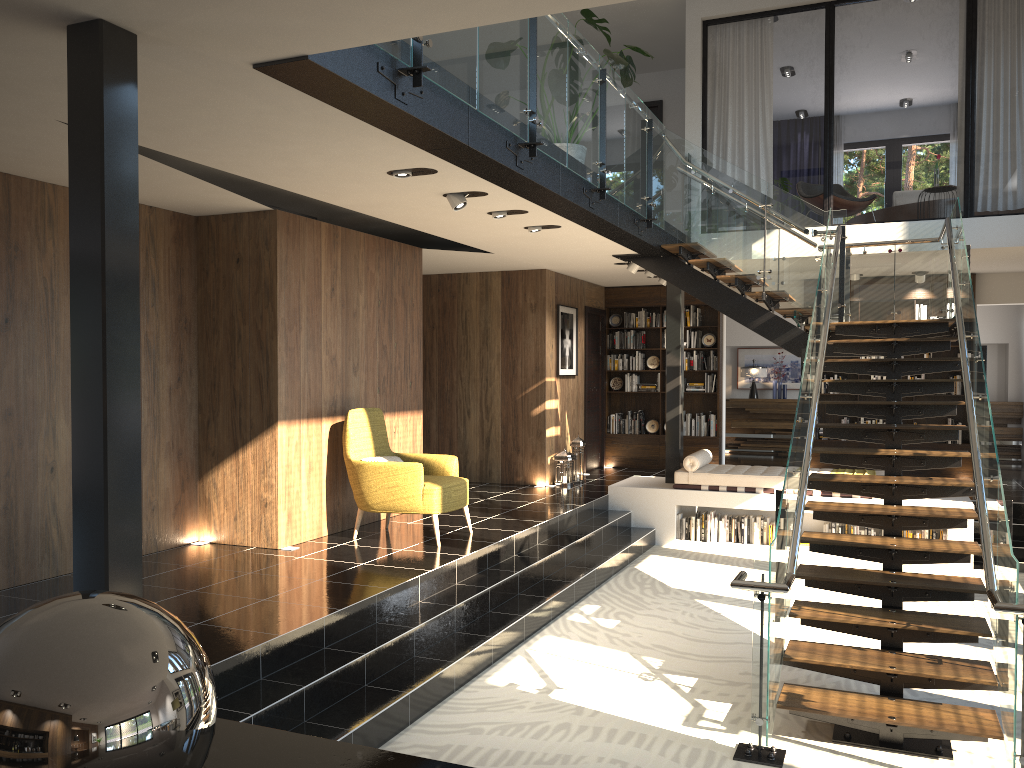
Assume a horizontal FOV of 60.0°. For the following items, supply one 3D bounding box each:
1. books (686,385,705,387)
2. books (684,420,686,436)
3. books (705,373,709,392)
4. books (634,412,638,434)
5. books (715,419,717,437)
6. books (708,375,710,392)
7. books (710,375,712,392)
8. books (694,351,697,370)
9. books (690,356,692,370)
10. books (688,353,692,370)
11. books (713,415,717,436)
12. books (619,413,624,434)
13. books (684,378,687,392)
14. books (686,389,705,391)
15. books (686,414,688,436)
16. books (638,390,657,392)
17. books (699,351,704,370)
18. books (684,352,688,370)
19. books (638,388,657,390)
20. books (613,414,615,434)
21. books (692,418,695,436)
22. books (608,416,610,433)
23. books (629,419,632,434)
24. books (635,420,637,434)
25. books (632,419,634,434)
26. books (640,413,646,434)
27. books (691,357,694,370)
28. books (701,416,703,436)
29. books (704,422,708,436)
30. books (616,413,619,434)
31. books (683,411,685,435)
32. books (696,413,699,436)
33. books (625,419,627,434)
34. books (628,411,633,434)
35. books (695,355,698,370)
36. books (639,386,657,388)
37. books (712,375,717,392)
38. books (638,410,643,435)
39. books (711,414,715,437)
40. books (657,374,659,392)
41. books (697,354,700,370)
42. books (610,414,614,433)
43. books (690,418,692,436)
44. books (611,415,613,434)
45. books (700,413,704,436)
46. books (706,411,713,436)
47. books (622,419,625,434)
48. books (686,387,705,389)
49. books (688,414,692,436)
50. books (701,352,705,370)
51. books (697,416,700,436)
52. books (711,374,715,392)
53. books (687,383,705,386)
[{"bbox_3d":[2.672,0.031,12.856,0.266,0.019,0.157,0,1,25],"label":"books"},{"bbox_3d":[2.532,0.641,12.920,0.034,0.215,0.104,1,1,23],"label":"books"},{"bbox_3d":[2.809,-0.019,12.774,0.014,0.279,0.202,1,1,23],"label":"books"},{"bbox_3d":[1.845,0.583,13.193,0.016,0.322,0.218,1,1,23],"label":"books"},{"bbox_3d":[2.946,0.628,12.730,0.029,0.247,0.139,1,1,23],"label":"books"},{"bbox_3d":[2.841,-0.003,12.751,0.014,0.247,0.192,1,1,23],"label":"books"},{"bbox_3d":[2.881,-0.008,12.779,0.038,0.257,0.138,1,1,23],"label":"books"},{"bbox_3d":[2.651,-0.338,12.808,0.020,0.281,0.153,1,1,23],"label":"books"},{"bbox_3d":[2.604,-0.298,12.838,0.026,0.200,0.154,1,1,23],"label":"books"},{"bbox_3d":[2.574,-0.325,12.827,0.021,0.253,0.167,1,1,23],"label":"books"},{"bbox_3d":[2.915,0.598,12.731,0.029,0.306,0.149,1,1,23],"label":"books"},{"bbox_3d":[1.639,0.590,13.303,0.020,0.304,0.189,1,1,23],"label":"books"},{"bbox_3d":[2.507,0.015,12.896,0.036,0.206,0.215,1,1,23],"label":"books"},{"bbox_3d":[2.667,0.084,12.843,0.271,0.028,0.174,0,1,19],"label":"books"},{"bbox_3d":[2.556,0.590,12.908,0.019,0.317,0.122,1,2,23],"label":"books"},{"bbox_3d":[2.013,0.098,13.122,0.262,0.032,0.154,0,1,25],"label":"books"},{"bbox_3d":[2.728,-0.335,12.772,0.037,0.277,0.179,1,1,23],"label":"books"},{"bbox_3d":[2.521,-0.334,12.860,0.019,0.272,0.175,1,1,23],"label":"books"},{"bbox_3d":[2.014,0.072,13.123,0.266,0.021,0.152,0,1,21],"label":"books"},{"bbox_3d":[1.553,0.600,13.346,0.030,0.283,0.170,1,1,23],"label":"books"},{"bbox_3d":[2.643,0.621,12.857,0.037,0.256,0.145,1,1,23],"label":"books"},{"bbox_3d":[1.485,0.610,13.383,0.032,0.262,0.194,1,1,23],"label":"books"},{"bbox_3d":[1.797,0.632,13.237,0.034,0.223,0.208,1,1,23],"label":"books"},{"bbox_3d":[1.875,0.640,13.203,0.033,0.208,0.192,1,1,23],"label":"books"},{"bbox_3d":[1.829,0.632,13.223,0.036,0.222,0.173,1,1,23],"label":"books"},{"bbox_3d":[1.944,0.586,13.151,0.042,0.316,0.193,1,1,23],"label":"books"},{"bbox_3d":[2.619,-0.295,12.800,0.032,0.195,0.183,1,1,23],"label":"books"},{"bbox_3d":[2.761,0.604,12.795,0.018,0.292,0.191,1,1,23],"label":"books"},{"bbox_3d":[2.806,0.652,12.811,0.032,0.195,0.134,1,1,23],"label":"books"},{"bbox_3d":[1.596,0.589,13.292,0.015,0.306,0.222,1,1,23],"label":"books"},{"bbox_3d":[2.491,0.569,12.888,0.017,0.359,0.189,1,1,23],"label":"books"},{"bbox_3d":[2.684,0.589,12.827,0.012,0.322,0.177,1,1,23],"label":"books"},{"bbox_3d":[1.735,0.632,13.253,0.026,0.222,0.209,1,1,23],"label":"books"},{"bbox_3d":[1.759,0.573,13.210,0.016,0.341,0.217,1,1,23],"label":"books"},{"bbox_3d":[2.668,-0.307,12.790,0.027,0.219,0.139,1,1,23],"label":"books"},{"bbox_3d":[2.014,0.045,13.123,0.244,0.033,0.142,0,1,19],"label":"books"},{"bbox_3d":[2.912,-0.006,12.710,0.047,0.253,0.210,1,1,23],"label":"books"},{"bbox_3d":[1.907,0.566,13.142,0.019,0.357,0.235,1,1,23],"label":"books"},{"bbox_3d":[2.888,0.593,12.750,0.035,0.315,0.168,1,1,23],"label":"books"},{"bbox_3d":[2.166,-0.015,13.055,0.032,0.262,0.157,1,1,23],"label":"books"},{"bbox_3d":[2.703,-0.317,12.801,0.030,0.239,0.146,1,1,23],"label":"books"},{"bbox_3d":[1.518,0.597,13.376,0.032,0.288,0.179,1,1,23],"label":"books"},{"bbox_3d":[2.618,0.623,12.889,0.034,0.250,0.114,1,1,23],"label":"books"},{"bbox_3d":[1.526,0.601,13.338,0.014,0.282,0.232,1,1,23],"label":"books"},{"bbox_3d":[2.745,0.584,12.802,0.016,0.332,0.195,1,1,23],"label":"books"},{"bbox_3d":[2.841,0.573,12.765,0.065,0.354,0.164,1,1,23],"label":"books"},{"bbox_3d":[1.680,0.634,13.259,0.021,0.217,0.220,1,1,23],"label":"books"},{"bbox_3d":[2.670,0.055,12.851,0.263,0.030,0.159,0,1,20],"label":"books"},{"bbox_3d":[2.586,0.588,12.880,0.019,0.321,0.161,1,1,23],"label":"books"},{"bbox_3d":[2.749,-0.328,12.756,0.016,0.262,0.155,1,1,23],"label":"books"},{"bbox_3d":[2.705,0.606,12.823,0.029,0.286,0.137,1,1,23],"label":"books"},{"bbox_3d":[2.886,-0.013,12.726,0.013,0.267,0.177,1,1,23],"label":"books"},{"bbox_3d":[2.676,0.006,12.863,0.239,0.031,0.146,0,1,23],"label":"books"}]
